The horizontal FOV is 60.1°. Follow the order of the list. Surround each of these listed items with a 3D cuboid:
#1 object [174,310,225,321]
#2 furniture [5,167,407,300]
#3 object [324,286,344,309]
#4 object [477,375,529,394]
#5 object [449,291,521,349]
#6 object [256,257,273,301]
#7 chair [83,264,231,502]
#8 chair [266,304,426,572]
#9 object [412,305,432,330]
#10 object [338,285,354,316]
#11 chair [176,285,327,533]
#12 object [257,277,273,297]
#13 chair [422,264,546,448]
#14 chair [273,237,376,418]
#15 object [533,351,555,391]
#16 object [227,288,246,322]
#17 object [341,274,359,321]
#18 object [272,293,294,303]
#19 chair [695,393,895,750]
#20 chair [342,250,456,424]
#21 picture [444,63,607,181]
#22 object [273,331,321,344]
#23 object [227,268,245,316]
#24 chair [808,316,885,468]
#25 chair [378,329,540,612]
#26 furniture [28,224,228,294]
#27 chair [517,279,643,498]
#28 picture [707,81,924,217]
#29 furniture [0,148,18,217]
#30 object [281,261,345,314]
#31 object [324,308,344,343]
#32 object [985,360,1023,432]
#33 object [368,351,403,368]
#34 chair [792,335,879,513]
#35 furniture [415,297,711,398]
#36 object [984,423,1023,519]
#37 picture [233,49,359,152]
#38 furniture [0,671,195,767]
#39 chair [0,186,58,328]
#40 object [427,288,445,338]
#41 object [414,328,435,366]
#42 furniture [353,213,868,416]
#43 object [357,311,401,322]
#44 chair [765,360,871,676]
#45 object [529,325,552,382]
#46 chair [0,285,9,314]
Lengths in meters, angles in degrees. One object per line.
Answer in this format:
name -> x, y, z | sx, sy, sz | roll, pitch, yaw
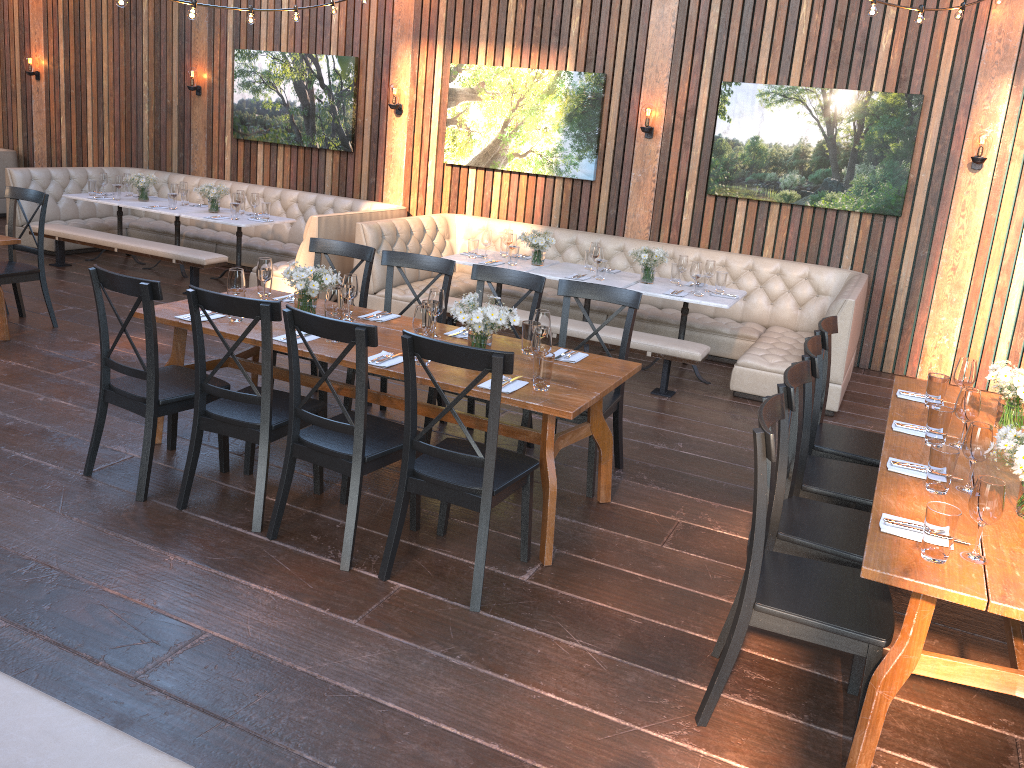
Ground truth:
object -> -1.571, -0.353, 4.506 | 0.158, 0.018, 0.258 | 12, 18, 23
furniture -> -3.262, -1.685, 9.513 | 4.177, 0.846, 1.729 | 13, 17, 23
object -> -0.874, -0.353, 4.340 | 0.092, 0.241, 0.093 | -1, 15, -23
object -> -0.027, -0.009, 3.833 | 0.158, 0.018, 0.258 | 12, 18, 23
object -> -0.138, -0.270, 4.172 | 0.336, 0.305, 0.334 | 3, 15, -9
object -> -1.384, -0.583, 4.948 | 0.092, 0.241, 0.094 | 1, 14, -18
chair -> -1.693, -0.052, 4.252 | 0.481, 1.005, 0.544 | 14, 16, 30
chair -> -0.687, 0.172, 3.813 | 0.480, 1.005, 0.544 | 13, 16, 28
object -> -0.418, -0.240, 4.099 | 0.092, 0.241, 0.093 | -1, 15, -23
object -> -0.903, -0.456, 4.817 | 0.092, 0.156, 0.093 | -6, 18, -38
chair -> -1.169, 0.056, 4.053 | 0.479, 1.005, 0.546 | 10, 15, 20
object -> -1.421, -0.582, 5.081 | 0.092, 0.156, 0.093 | -3, 16, -29
chair -> -0.151, -0.115, 4.942 | 0.480, 1.005, 0.544 | 13, 16, 28
chair -> -1.161, -0.341, 5.385 | 0.479, 1.005, 0.545 | 11, 15, 23
object -> 0.131, -0.054, 3.792 | 0.092, 0.156, 0.093 | -6, 18, -38
object -> -1.392, -0.396, 4.467 | 0.092, 0.156, 0.093 | 0, 15, -19
object -> -0.862, -0.460, 4.696 | 0.092, 0.241, 0.093 | -1, 15, -23
object -> -1.263, -0.495, 5.077 | 0.158, 0.018, 0.258 | 12, 18, 23
chair -> 0.962, 0.606, 2.871 | 0.541, 1.005, 0.483 | 10, 15, 18
chair -> -0.656, -0.228, 5.163 | 0.479, 1.005, 0.546 | 10, 15, 18
picture -> 0.090, -2.593, 8.710 | 1.658, 0.983, 0.066 | 12, 15, 23
object -> -1.027, -0.233, 4.281 | 0.158, 0.018, 0.258 | 12, 18, 23
object -> -1.425, -0.474, 4.569 | 0.092, 0.241, 0.094 | 1, 14, -18
chair -> 1.673, 0.225, 4.368 | 0.542, 1.005, 0.482 | 11, 15, 23
chair -> -0.179, 0.284, 3.597 | 0.479, 1.005, 0.545 | 11, 15, 23
furniture -> -3.754, -1.213, 8.575 | 2.339, 0.393, 0.316 | 13, 16, 23
chair -> 0.354, -0.002, 4.720 | 0.479, 1.005, 0.545 | 11, 15, 23
picture -> 2.566, -2.042, 7.631 | 1.658, 0.983, 0.066 | 12, 15, 23
furniture -> -8.708, -2.903, 11.902 | 4.177, 0.846, 1.729 | 13, 17, 23
object -> -1.065, -0.493, 4.632 | 0.329, 0.305, 0.341 | -4, 18, -31
object -> -0.857, -0.279, 4.246 | 0.092, 0.156, 0.093 | -6, 18, -38
object -> 2.180, 0.051, 3.815 | 0.329, 0.305, 0.342 | 2, 15, -11
object -> -0.571, -0.121, 4.039 | 0.158, 0.018, 0.258 | 12, 18, 23
chair -> 1.436, 0.352, 3.870 | 0.541, 1.005, 0.483 | 10, 15, 18
furniture -> 0.321, -0.302, 6.787 | 2.339, 0.393, 0.316 | 13, 16, 23
object -> 1.718, 0.286, 2.885 | 0.337, 0.305, 0.333 | -4, 18, -32
picture -> -2.429, -3.154, 9.809 | 1.658, 0.983, 0.066 | 12, 15, 23
furniture -> -1.799, 0.833, 2.325 | 2.339, 0.393, 0.316 | 13, 16, 23
chair -> -3.737, -0.917, 6.515 | 0.480, 1.005, 0.544 | 13, 16, 28
object -> -0.391, -0.360, 4.508 | 0.092, 0.241, 0.093 | -1, 15, -23
object -> -0.400, -0.166, 4.004 | 0.092, 0.156, 0.093 | -6, 18, -38
furniture -> 0.816, -0.773, 7.723 | 4.177, 0.846, 1.729 | 13, 17, 23
object -> -0.734, -0.370, 4.824 | 0.158, 0.018, 0.258 | 12, 18, 23
chair -> 1.199, 0.479, 3.370 | 0.542, 1.005, 0.482 | 11, 15, 23
object -> 0.126, -0.132, 3.905 | 0.092, 0.241, 0.093 | -1, 15, -23
chair -> -4.242, -1.029, 6.737 | 0.479, 1.005, 0.545 | 11, 15, 23
